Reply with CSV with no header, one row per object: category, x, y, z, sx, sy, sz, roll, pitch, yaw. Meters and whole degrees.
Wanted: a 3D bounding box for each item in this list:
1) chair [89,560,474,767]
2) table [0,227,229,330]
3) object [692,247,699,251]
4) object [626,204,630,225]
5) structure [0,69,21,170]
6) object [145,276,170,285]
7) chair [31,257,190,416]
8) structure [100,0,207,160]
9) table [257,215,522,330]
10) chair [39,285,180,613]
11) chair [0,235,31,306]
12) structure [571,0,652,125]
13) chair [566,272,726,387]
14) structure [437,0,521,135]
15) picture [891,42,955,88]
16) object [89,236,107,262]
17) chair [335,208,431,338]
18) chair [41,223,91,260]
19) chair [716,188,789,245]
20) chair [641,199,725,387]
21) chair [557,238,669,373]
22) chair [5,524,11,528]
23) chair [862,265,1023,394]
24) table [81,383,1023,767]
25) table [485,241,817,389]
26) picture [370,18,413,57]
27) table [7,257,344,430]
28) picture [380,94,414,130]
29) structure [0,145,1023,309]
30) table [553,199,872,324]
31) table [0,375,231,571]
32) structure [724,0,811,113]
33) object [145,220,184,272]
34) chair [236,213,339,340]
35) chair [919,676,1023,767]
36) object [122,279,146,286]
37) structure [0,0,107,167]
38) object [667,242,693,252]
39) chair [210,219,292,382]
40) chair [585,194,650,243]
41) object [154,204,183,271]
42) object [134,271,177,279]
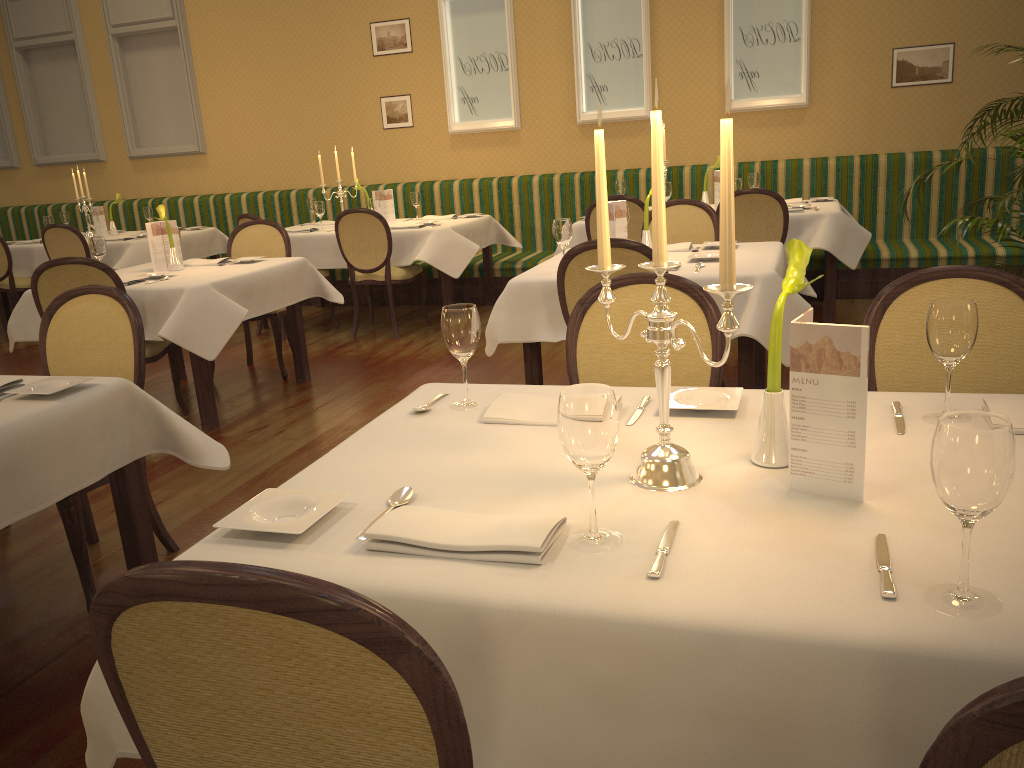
chair,-0.177,0.561,1.220,0.530,0.955,0.571,1,16,19
table,-3.683,-0.960,8.101,2.152,0.759,1.385,1,16,19
object,0.898,-0.659,4.310,0.038,0.015,0.181,1,16,20
object,0.547,-0.776,4.425,0.088,0.229,0.088,-10,16,-22
structure,-5.986,-3.893,9.571,0.956,3.103,0.200,1,16,19
object,-1.843,-0.538,4.604,0.038,0.015,0.181,1,16,20
chair,-2.065,-0.202,4.526,0.530,0.955,0.571,-4,15,-1
structure,-3.660,-3.850,8.788,0.956,3.103,0.200,1,16,19
table,-1.121,-0.913,7.239,2.152,0.759,1.385,1,16,19
chair,-1.476,0.193,2.918,0.530,0.955,0.571,1,16,19
chair,-4.352,-0.919,7.766,0.530,0.955,0.571,1,16,19
structure,0.787,-3.712,7.308,0.661,2.985,0.200,1,16,19
chair,0.325,0.227,2.312,0.530,0.955,0.571,1,16,19
structure,-0.347,-3.733,7.690,0.687,2.985,0.200,1,16,19
picture,3.169,-2.459,6.847,0.437,0.294,0.008,1,16,19
object,-2.271,-0.696,4.889,0.088,0.229,0.088,-12,17,-28
chair,-0.991,-0.856,6.634,0.530,0.955,0.571,1,16,19
chair,-3.561,-0.904,7.498,0.530,0.955,0.571,1,16,19
chair,1.556,-0.800,5.744,0.530,0.955,0.571,1,16,19
chair,0.899,-0.492,4.792,0.530,0.955,0.571,1,16,19
chair,0.463,-0.156,3.677,0.530,0.955,0.571,1,16,19
chair,-2.185,0.177,3.167,0.530,0.955,0.571,-6,15,-5
chair,1.057,0.240,2.066,0.530,0.955,0.571,1,16,19
table,0.492,0.520,1.554,2.152,0.759,1.385,1,16,19
table,0.681,-0.209,4.178,1.395,0.759,1.389,2,16,20
picture,-1.104,-3.164,8.099,0.401,0.294,0.008,1,16,19
table,-1.876,-0.257,5.038,1.395,0.759,1.389,2,16,20
picture,-1.075,-2.538,8.275,0.313,0.294,0.008,1,16,19
structure,-2.701,-1.344,8.751,14.516,1.031,0.850,1,16,19
table,1.437,-0.865,6.378,2.152,0.759,1.385,1,16,19
table,-2.042,0.473,2.407,2.152,0.759,1.385,1,16,19
structure,1.990,-3.690,6.904,0.670,2.985,0.200,1,16,19
object,-1.993,-0.792,5.082,0.166,0.277,0.081,-11,17,-23
chair,-1.765,-0.869,6.889,0.530,0.955,0.571,10,21,42
chair,0.622,0.576,0.951,0.530,0.955,0.571,1,16,19
object,-2.067,-0.530,4.624,0.273,0.024,0.142,1,16,19
structure,-4.865,-3.872,9.194,0.956,3.103,0.200,1,16,19
object,0.745,-0.673,4.376,0.273,0.033,0.142,1,16,19
chair,-1.649,-0.540,5.652,0.530,0.955,0.571,-2,15,9
chair,0.768,-0.824,6.043,0.530,0.955,0.571,1,16,19
object,-1.919,-0.816,4.955,0.076,0.375,0.163,-5,15,-4
object,-1.908,-0.581,4.762,0.160,0.024,0.160,1,16,19
